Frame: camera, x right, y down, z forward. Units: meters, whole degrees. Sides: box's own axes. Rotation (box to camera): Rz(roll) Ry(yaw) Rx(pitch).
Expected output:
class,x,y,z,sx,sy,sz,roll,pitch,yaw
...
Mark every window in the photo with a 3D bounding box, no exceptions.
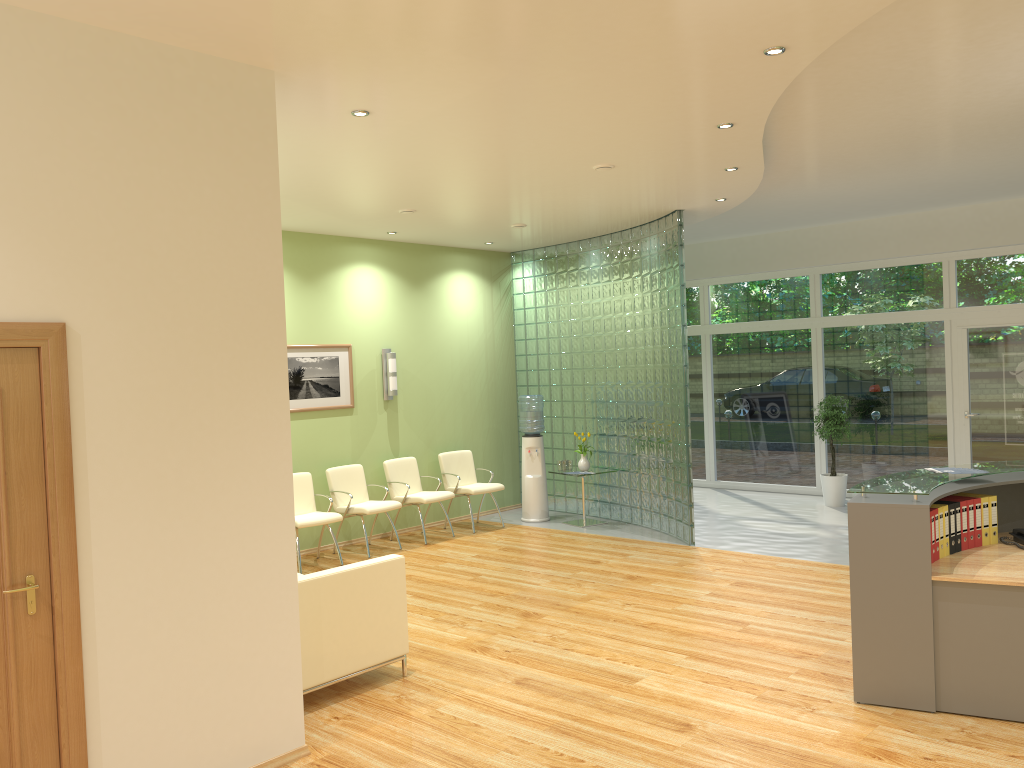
class,x,y,z,sx,sy,sz,roll,pitch,yaw
window,5.407,-0.062,10.394,9.401,3.000,0.092,-1,2,42

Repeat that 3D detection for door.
class,x,y,z,sx,sy,sz,roll,pitch,yaw
door,5.863,0.328,9.995,1.500,2.200,0.218,-1,2,42
door,-2.100,0.874,3.211,0.098,2.001,0.823,-1,2,42

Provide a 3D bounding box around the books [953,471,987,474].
class,x,y,z,sx,sy,sz,roll,pitch,yaw
books,2.689,0.519,5.266,0.210,0.004,0.150,-2,1,-3

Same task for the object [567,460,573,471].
class,x,y,z,sx,sy,sz,roll,pitch,yaw
object,0.680,0.956,10.418,0.072,0.119,0.071,-1,2,42

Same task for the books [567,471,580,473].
class,x,y,z,sx,sy,sz,roll,pitch,yaw
books,0.711,1.018,10.184,0.210,0.004,0.150,-3,1,-23

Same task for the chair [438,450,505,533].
class,x,y,z,sx,sy,sz,roll,pitch,yaw
chair,-0.475,1.238,10.361,0.536,0.881,0.650,-3,2,-43

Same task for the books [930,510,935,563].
class,x,y,z,sx,sy,sz,roll,pitch,yaw
books,2.212,0.833,4.908,0.231,0.282,0.063,-1,2,43

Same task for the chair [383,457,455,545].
class,x,y,z,sx,sy,sz,roll,pitch,yaw
chair,13.968,0.623,9.277,30.806,0.986,0.748,-2,1,2

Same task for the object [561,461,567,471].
class,x,y,z,sx,sy,sz,roll,pitch,yaw
object,0.608,0.960,10.374,0.072,0.119,0.071,-1,2,42

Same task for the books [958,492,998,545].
class,x,y,z,sx,sy,sz,roll,pitch,yaw
books,2.775,0.802,5.310,0.062,0.282,0.233,-3,1,-35

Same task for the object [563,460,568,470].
class,x,y,z,sx,sy,sz,roll,pitch,yaw
object,0.638,0.957,10.486,0.072,0.119,0.071,-1,2,42

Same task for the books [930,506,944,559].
class,x,y,z,sx,sy,sz,roll,pitch,yaw
books,2.297,0.828,4.994,0.233,0.282,0.062,-1,2,37

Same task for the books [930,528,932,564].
class,x,y,z,sx,sy,sz,roll,pitch,yaw
books,2.169,0.836,4.859,0.231,0.282,0.063,-1,2,43

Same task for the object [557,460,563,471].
class,x,y,z,sx,sy,sz,roll,pitch,yaw
object,0.564,0.961,10.446,0.072,0.119,0.071,-1,2,42

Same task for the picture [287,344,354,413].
class,x,y,z,sx,sy,sz,roll,pitch,yaw
picture,-2.073,-0.066,9.317,0.025,0.700,1.000,-1,2,42

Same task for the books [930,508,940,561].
class,x,y,z,sx,sy,sz,roll,pitch,yaw
books,2.264,0.830,4.963,0.063,0.282,0.231,-3,2,-42

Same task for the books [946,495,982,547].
class,x,y,z,sx,sy,sz,roll,pitch,yaw
books,2.669,0.807,5.264,0.063,0.282,0.231,-3,1,-24

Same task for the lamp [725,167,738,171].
class,x,y,z,sx,sy,sz,roll,pitch,yaw
lamp,1.724,-1.687,6.968,0.105,0.011,0.105,-2,1,12

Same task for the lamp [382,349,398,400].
class,x,y,z,sx,sy,sz,roll,pitch,yaw
lamp,-1.371,-0.109,9.997,0.142,0.580,0.134,-1,2,42

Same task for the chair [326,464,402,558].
class,x,y,z,sx,sy,sz,roll,pitch,yaw
chair,13.697,0.640,8.972,31.281,0.986,0.752,-2,1,1

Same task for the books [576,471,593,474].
class,x,y,z,sx,sy,sz,roll,pitch,yaw
books,0.848,1.013,10.127,0.150,0.004,0.210,-3,1,-23

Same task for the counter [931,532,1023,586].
class,x,y,z,sx,sy,sz,roll,pitch,yaw
counter,3.821,0.924,4.634,3.444,0.018,1.723,-2,1,27

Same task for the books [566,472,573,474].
class,x,y,z,sx,sy,sz,roll,pitch,yaw
books,0.730,1.018,10.153,0.210,0.004,0.150,-3,2,-43

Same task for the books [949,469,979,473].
class,x,y,z,sx,sy,sz,roll,pitch,yaw
books,2.673,0.518,5.317,0.210,0.004,0.150,-3,1,-33

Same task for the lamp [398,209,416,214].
class,x,y,z,sx,sy,sz,roll,pitch,yaw
lamp,-0.973,-1.598,8.256,0.167,0.024,0.167,-2,1,3

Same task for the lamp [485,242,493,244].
class,x,y,z,sx,sy,sz,roll,pitch,yaw
lamp,-0.277,-1.683,10.616,0.105,0.011,0.105,-2,1,23

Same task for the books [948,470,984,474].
class,x,y,z,sx,sy,sz,roll,pitch,yaw
books,2.687,0.518,5.284,0.210,0.004,0.150,-3,1,-13

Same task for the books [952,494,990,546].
class,x,y,z,sx,sy,sz,roll,pitch,yaw
books,2.733,0.804,5.296,0.063,0.282,0.231,-3,1,-21

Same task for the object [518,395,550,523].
class,x,y,z,sx,sy,sz,roll,pitch,yaw
object,0.257,0.889,10.676,0.353,1.506,0.353,-3,2,-40

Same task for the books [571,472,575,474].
class,x,y,z,sx,sy,sz,roll,pitch,yaw
books,0.759,1.017,10.131,0.150,0.004,0.210,-2,1,27

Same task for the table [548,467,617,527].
class,x,y,z,sx,sy,sz,roll,pitch,yaw
table,0.835,1.318,10.350,0.581,0.614,0.581,-3,1,-33

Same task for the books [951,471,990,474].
class,x,y,z,sx,sy,sz,roll,pitch,yaw
books,2.688,0.519,5.247,0.210,0.004,0.150,-2,1,7

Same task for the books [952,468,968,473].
class,x,y,z,sx,sy,sz,roll,pitch,yaw
books,2.648,0.518,5.344,0.150,0.004,0.210,-1,2,37

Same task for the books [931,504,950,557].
class,x,y,z,sx,sy,sz,roll,pitch,yaw
books,2.350,0.824,5.040,0.233,0.282,0.062,-1,2,37

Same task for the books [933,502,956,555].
class,x,y,z,sx,sy,sz,roll,pitch,yaw
books,2.408,0.821,5.088,0.233,0.282,0.062,-1,2,42

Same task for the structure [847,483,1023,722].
class,x,y,z,sx,sy,sz,roll,pitch,yaw
structure,3.854,1.088,4.688,3.673,1.049,1.837,-2,1,27

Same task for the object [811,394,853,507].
class,x,y,z,sx,sy,sz,roll,pitch,yaw
object,3.937,0.800,10.896,0.503,1.376,0.590,-2,1,23

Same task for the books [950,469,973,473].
class,x,y,z,sx,sy,sz,roll,pitch,yaw
books,2.662,0.518,5.332,0.210,0.004,0.150,-3,2,-43

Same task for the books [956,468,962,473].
class,x,y,z,sx,sy,sz,roll,pitch,yaw
books,2.633,0.519,5.354,0.150,0.004,0.210,-2,1,27

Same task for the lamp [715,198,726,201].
class,x,y,z,sx,sy,sz,roll,pitch,yaw
lamp,1.957,-1.724,8.307,0.105,0.011,0.105,-3,1,-32

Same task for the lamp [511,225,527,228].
class,x,y,z,sx,sy,sz,roll,pitch,yaw
lamp,0.073,-1.665,9.400,0.167,0.024,0.167,-2,1,26

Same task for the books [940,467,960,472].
class,x,y,z,sx,sy,sz,roll,pitch,yaw
books,2.616,0.519,5.361,0.150,0.004,0.210,-2,1,17

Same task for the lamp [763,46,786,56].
class,x,y,z,sx,sy,sz,roll,pitch,yaw
lamp,1.273,-1.612,4.300,0.105,0.011,0.105,-2,1,21

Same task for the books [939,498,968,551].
class,x,y,z,sx,sy,sz,roll,pitch,yaw
books,2.545,0.813,5.190,0.063,0.282,0.231,-3,1,-29

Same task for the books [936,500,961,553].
class,x,y,z,sx,sy,sz,roll,pitch,yaw
books,2.463,0.818,5.130,0.233,0.282,0.062,-1,2,42

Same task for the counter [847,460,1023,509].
class,x,y,z,sx,sy,sz,roll,pitch,yaw
counter,3.831,0.526,4.676,3.674,0.078,1.837,-2,1,27

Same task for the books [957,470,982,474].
class,x,y,z,sx,sy,sz,roll,pitch,yaw
books,2.681,0.518,5.301,0.210,0.004,0.150,-3,1,-23

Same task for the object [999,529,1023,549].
class,x,y,z,sx,sy,sz,roll,pitch,yaw
object,3.013,0.897,5.085,0.279,0.081,0.411,-2,1,2

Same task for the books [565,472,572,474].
class,x,y,z,sx,sy,sz,roll,pitch,yaw
books,0.719,1.018,10.168,0.210,0.004,0.150,-3,1,-33

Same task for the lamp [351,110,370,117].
class,x,y,z,sx,sy,sz,roll,pitch,yaw
lamp,-0.865,-1.541,5.059,0.105,0.011,0.105,-3,1,-14

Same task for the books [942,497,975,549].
class,x,y,z,sx,sy,sz,roll,pitch,yaw
books,2.603,0.810,5.228,0.063,0.282,0.231,-3,1,-29

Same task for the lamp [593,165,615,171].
class,x,y,z,sx,sy,sz,roll,pitch,yaw
lamp,0.698,-1.633,6.726,0.167,0.024,0.167,-2,1,-8

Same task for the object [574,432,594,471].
class,x,y,z,sx,sy,sz,roll,pitch,yaw
object,0.835,0.782,10.329,0.219,0.459,0.201,-3,1,-18

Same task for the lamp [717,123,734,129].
class,x,y,z,sx,sy,sz,roll,pitch,yaw
lamp,1.361,-1.644,5.656,0.105,0.011,0.105,-2,1,0

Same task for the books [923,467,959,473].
class,x,y,z,sx,sy,sz,roll,pitch,yaw
books,2.598,0.520,5.365,0.150,0.004,0.210,-2,1,7

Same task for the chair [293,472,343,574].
class,x,y,z,sx,sy,sz,roll,pitch,yaw
chair,-2.028,1.336,8.667,0.536,0.881,0.650,-3,2,-43

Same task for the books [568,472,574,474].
class,x,y,z,sx,sy,sz,roll,pitch,yaw
books,0.744,1.017,10.141,0.150,0.004,0.210,-1,2,37

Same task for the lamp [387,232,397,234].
class,x,y,z,sx,sy,sz,roll,pitch,yaw
lamp,-1.288,-1.618,9.510,0.105,0.011,0.105,-2,1,23

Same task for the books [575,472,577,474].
class,x,y,z,sx,sy,sz,roll,pitch,yaw
books,0.794,1.015,10.120,0.150,0.004,0.210,-2,1,7
